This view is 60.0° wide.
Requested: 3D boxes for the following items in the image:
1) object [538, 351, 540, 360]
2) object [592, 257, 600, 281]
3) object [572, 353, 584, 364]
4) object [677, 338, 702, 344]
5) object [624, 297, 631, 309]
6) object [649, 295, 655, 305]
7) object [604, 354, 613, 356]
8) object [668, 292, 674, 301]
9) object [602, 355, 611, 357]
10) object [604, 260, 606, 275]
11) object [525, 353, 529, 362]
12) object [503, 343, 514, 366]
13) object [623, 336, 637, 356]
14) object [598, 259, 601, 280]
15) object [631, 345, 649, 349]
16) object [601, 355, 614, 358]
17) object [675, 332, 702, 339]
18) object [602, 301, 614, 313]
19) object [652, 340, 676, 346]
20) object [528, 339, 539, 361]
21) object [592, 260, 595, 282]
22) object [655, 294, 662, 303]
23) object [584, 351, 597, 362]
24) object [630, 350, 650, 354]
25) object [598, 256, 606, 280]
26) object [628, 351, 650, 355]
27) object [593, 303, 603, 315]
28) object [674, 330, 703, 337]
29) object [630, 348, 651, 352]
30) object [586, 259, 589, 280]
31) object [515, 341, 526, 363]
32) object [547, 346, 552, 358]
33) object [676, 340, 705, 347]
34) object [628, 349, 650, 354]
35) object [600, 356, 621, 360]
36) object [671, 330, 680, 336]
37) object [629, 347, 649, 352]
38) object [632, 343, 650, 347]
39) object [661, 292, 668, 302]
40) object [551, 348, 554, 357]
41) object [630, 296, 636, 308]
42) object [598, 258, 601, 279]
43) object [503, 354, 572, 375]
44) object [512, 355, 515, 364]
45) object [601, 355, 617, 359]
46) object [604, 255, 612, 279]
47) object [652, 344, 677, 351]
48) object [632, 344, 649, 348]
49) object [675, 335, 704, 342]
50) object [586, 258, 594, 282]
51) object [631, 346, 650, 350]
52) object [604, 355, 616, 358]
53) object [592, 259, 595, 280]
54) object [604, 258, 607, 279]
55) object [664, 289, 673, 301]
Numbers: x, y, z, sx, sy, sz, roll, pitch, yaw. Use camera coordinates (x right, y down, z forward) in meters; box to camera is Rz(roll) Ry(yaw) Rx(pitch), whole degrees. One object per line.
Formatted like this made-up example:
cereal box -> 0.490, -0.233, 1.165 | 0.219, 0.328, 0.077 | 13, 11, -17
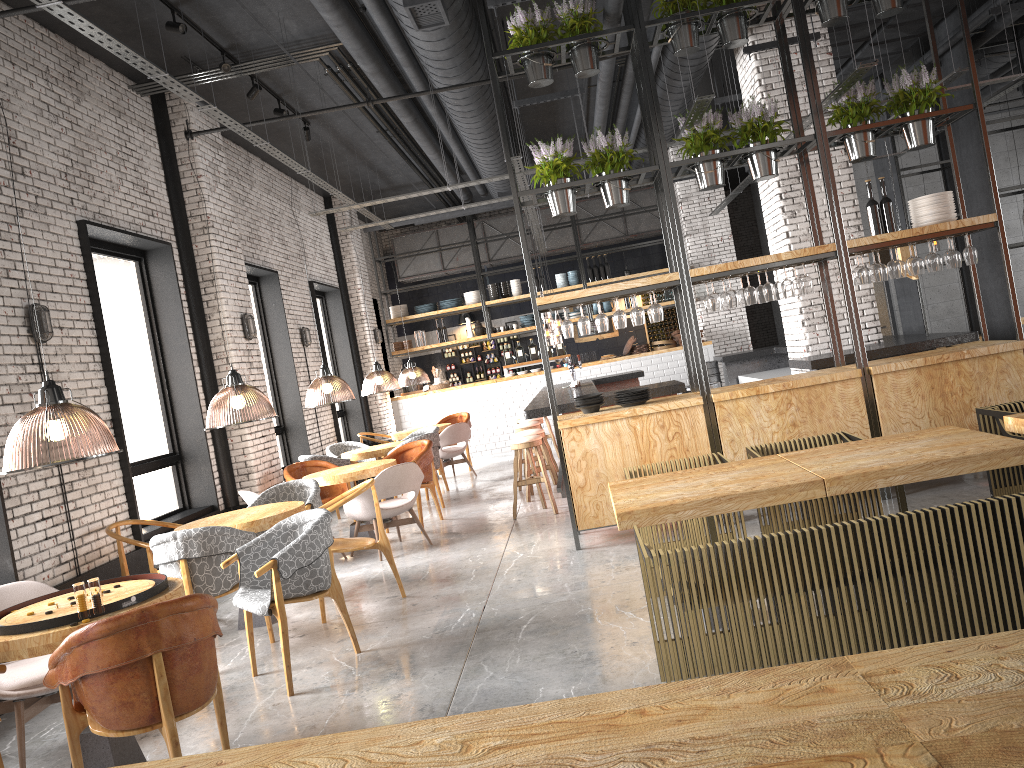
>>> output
object -> 0.499, -0.530, 16.235 | 0.031, 0.164, 0.046 | -10, 0, 29
object -> 1.542, -2.115, 16.368 | 0.098, 0.458, 0.098 | -10, 0, 27
object -> 1.196, -0.459, 16.092 | 0.181, 0.168, 0.170 | -10, 1, 14
object -> 3.194, -0.779, 15.969 | 0.405, 0.044, 0.636 | -10, 1, 7
object -> 2.122, -1.618, 16.474 | 0.098, 0.471, 0.098 | -10, 0, -8
object -> 2.562, -1.546, 16.301 | 0.118, 0.181, 0.118 | -11, 1, -32
object -> 1.749, -0.525, 15.931 | 0.184, 0.011, 0.254 | -10, 2, 26
object -> 2.920, -1.610, 16.261 | 0.118, 0.181, 0.118 | -10, 1, -19
object -> 1.717, -0.511, 16.001 | 0.172, 0.010, 0.369 | -10, 1, 14
object -> 1.777, -2.163, 16.622 | 0.098, 0.458, 0.098 | -10, 0, -18
object -> 0.271, -0.489, 16.246 | 0.078, 0.164, 0.039 | -11, 1, -41
object -> -0.079, -0.550, 16.334 | 0.154, 0.404, 0.154 | -10, 0, 4
object -> 2.117, -0.687, 15.990 | 0.242, 0.338, 0.488 | -10, 1, -10
object -> 1.671, -2.145, 16.629 | 0.098, 0.458, 0.098 | -10, 0, -18
object -> 2.320, -0.664, 16.083 | 0.407, 0.019, 0.457 | -12, 2, -43
object -> 1.754, -0.508, 16.092 | 0.229, 0.016, 0.557 | -10, 1, 10
object -> 3.179, -0.866, 15.968 | 0.405, 0.044, 0.636 | -10, 1, 5
object -> 1.781, -1.434, 16.470 | 0.166, 0.230, 0.198 | -11, 1, -25
object -> 2.742, -0.749, 16.015 | 0.440, 0.154, 0.436 | -11, 2, -39
object -> 0.388, -0.633, 16.300 | 0.154, 0.404, 0.154 | -10, 0, 4
object -> 1.561, -2.125, 16.637 | 0.098, 0.458, 0.098 | -10, 0, 27
object -> 2.681, -1.567, 16.274 | 0.118, 0.181, 0.118 | -11, 1, -36
object -> 1.426, -0.502, 16.168 | 0.181, 0.168, 0.170 | -10, 1, -16
object -> 2.345, -0.587, 16.076 | 0.407, 0.019, 0.457 | -11, 2, -23
object -> 1.652, -2.134, 16.360 | 0.098, 0.458, 0.098 | -10, 0, -18
object -> 2.333, -0.568, 16.085 | 0.457, 0.019, 0.407 | -9, 2, 40
object -> 1.607, -1.403, 16.495 | 0.198, 0.230, 0.166 | -10, 1, 11
object -> 3.171, -0.909, 15.968 | 0.405, 0.044, 0.636 | -10, 1, -2
object -> 2.313, -0.614, 16.086 | 0.459, 0.019, 0.406 | -11, 2, -27
object -> 1.446, -2.101, 16.510 | 0.098, 0.458, 0.098 | -10, 0, 27
object -> 0.149, -0.591, 16.309 | 0.154, 0.404, 0.154 | -10, 0, 4
object -> 0.627, -0.676, 16.278 | 0.154, 0.404, 0.154 | -10, 0, 4
object -> 3.202, -0.735, 15.969 | 0.405, 0.044, 0.636 | -10, 1, 0
object -> 2.322, -0.599, 16.086 | 0.457, 0.019, 0.407 | -9, 2, 33
object -> 1.802, -0.472, 16.047 | 0.459, 0.019, 0.406 | -12, 2, -44
object -> 3.107, -0.942, 15.909 | 0.406, 0.094, 0.636 | -10, 1, 2
object -> 2.283, -0.625, 16.073 | 0.406, 0.019, 0.459 | -10, 1, 18
object -> 2.290, -0.692, 16.085 | 0.459, 0.019, 0.406 | -11, 2, -39
object -> 2.801, -1.588, 16.256 | 0.118, 0.181, 0.119 | -10, 1, 37
object -> 0.740, -0.572, 16.195 | 0.024, 0.164, 0.062 | -10, 0, -5
object -> 2.227, -1.636, 16.466 | 0.098, 0.471, 0.098 | -10, 0, 12
object -> 1.662, -2.140, 16.494 | 0.098, 0.458, 0.098 | -10, 0, -18
object -> 0.505, -0.169, 16.300 | 1.250, 0.551, 0.315 | -10, 1, 4
object -> 0.037, -0.447, 16.246 | 0.032, 0.164, 0.080 | -10, 1, -24
object -> 1.758, -0.482, 16.096 | 0.276, 0.019, 0.514 | -10, 1, 9
object -> 1.758, -2.153, 16.352 | 0.098, 0.458, 0.098 | -10, 0, -18
object -> 2.751, -0.682, 16.013 | 0.436, 0.097, 0.437 | -9, 2, 29
object -> 2.311, -0.679, 16.085 | 0.457, 0.019, 0.407 | -9, 2, 38
object -> 3.186, -0.822, 15.969 | 0.405, 0.044, 0.636 | -10, 1, 1
object -> 1.437, -2.096, 16.375 | 0.098, 0.458, 0.098 | -10, 0, 27
object -> 2.296, -0.644, 16.084 | 0.459, 0.019, 0.406 | -12, 2, -43
object -> 1.748, -0.493, 16.091 | 0.214, 0.013, 0.521 | -10, 1, 0
object -> 1.552, -2.120, 16.503 | 0.098, 0.458, 0.098 | -10, 0, 27
object -> 1.768, -2.158, 16.487 | 0.098, 0.458, 0.098 | -10, 0, -18
object -> 2.882, -1.792, 16.434 | 0.156, 0.554, 0.106 | -10, 0, 8
